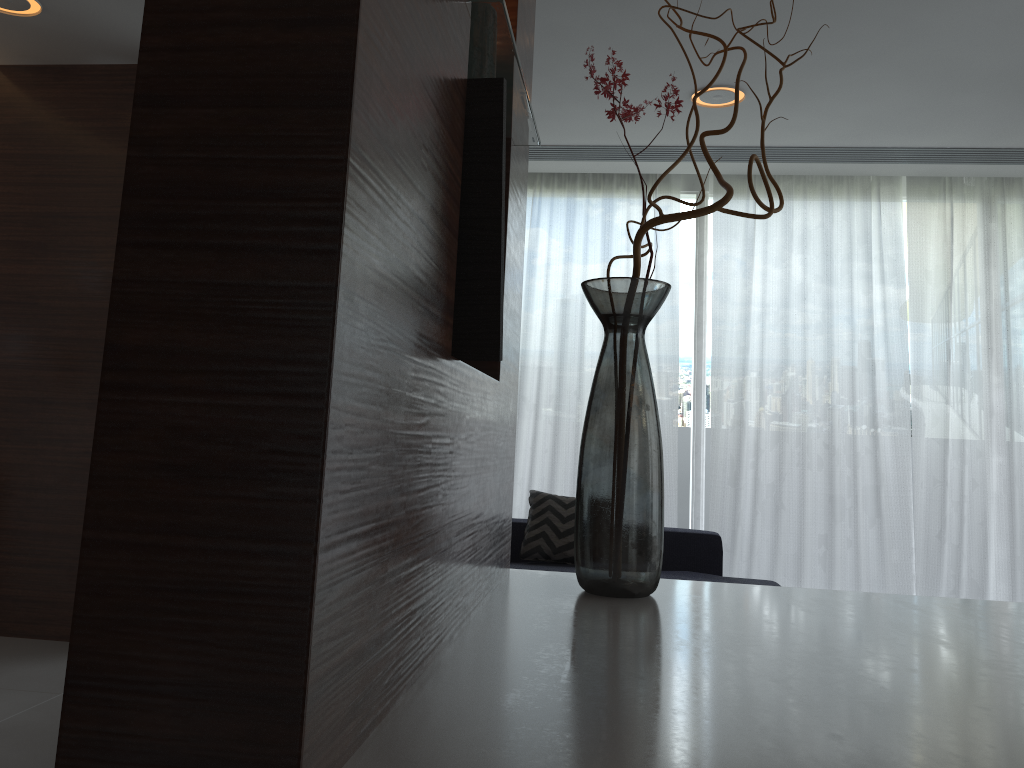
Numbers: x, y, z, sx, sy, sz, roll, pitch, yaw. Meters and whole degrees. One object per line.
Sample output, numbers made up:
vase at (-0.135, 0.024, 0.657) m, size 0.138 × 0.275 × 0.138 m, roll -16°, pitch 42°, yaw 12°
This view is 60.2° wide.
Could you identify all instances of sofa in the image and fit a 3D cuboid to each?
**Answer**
sofa at (0.223, 0.841, 3.270) m, size 1.899 × 0.615 × 2.843 m, roll 2°, pitch -4°, yaw 7°

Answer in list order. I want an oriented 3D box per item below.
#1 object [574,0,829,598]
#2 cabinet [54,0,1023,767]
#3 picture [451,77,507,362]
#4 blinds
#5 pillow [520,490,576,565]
object at (0.178, -0.137, 1.027) m, size 0.198 × 0.743 × 0.383 m, roll 4°, pitch -8°, yaw -12°
cabinet at (1.495, -0.251, 0.607) m, size 3.335 × 2.584 × 0.776 m, roll 2°, pitch -8°, yaw 7°
picture at (-0.093, -0.132, 0.716) m, size 0.175 × 0.224 × 0.050 m, roll 1°, pitch -8°, yaw 11°
blinds at (0.740, -0.271, 2.600) m, size 7.137 × 2.805 × 5.739 m, roll 2°, pitch -5°, yaw 11°
pillow at (0.262, 0.728, 4.476) m, size 0.415 × 0.349 × 0.283 m, roll 2°, pitch -7°, yaw 12°
